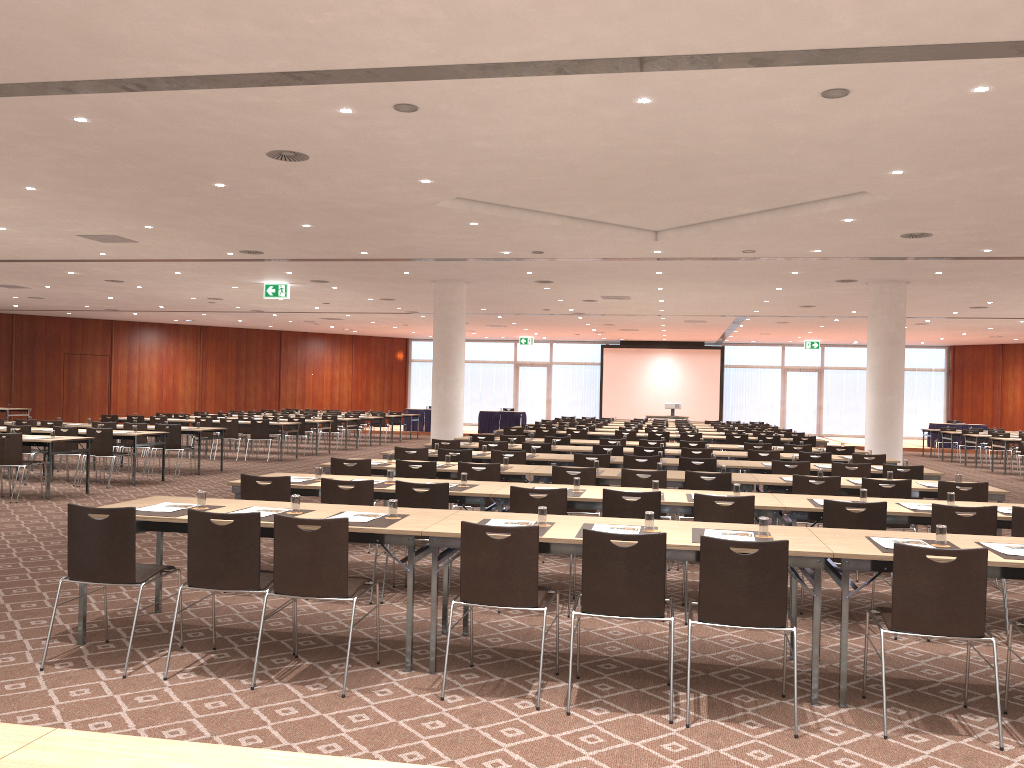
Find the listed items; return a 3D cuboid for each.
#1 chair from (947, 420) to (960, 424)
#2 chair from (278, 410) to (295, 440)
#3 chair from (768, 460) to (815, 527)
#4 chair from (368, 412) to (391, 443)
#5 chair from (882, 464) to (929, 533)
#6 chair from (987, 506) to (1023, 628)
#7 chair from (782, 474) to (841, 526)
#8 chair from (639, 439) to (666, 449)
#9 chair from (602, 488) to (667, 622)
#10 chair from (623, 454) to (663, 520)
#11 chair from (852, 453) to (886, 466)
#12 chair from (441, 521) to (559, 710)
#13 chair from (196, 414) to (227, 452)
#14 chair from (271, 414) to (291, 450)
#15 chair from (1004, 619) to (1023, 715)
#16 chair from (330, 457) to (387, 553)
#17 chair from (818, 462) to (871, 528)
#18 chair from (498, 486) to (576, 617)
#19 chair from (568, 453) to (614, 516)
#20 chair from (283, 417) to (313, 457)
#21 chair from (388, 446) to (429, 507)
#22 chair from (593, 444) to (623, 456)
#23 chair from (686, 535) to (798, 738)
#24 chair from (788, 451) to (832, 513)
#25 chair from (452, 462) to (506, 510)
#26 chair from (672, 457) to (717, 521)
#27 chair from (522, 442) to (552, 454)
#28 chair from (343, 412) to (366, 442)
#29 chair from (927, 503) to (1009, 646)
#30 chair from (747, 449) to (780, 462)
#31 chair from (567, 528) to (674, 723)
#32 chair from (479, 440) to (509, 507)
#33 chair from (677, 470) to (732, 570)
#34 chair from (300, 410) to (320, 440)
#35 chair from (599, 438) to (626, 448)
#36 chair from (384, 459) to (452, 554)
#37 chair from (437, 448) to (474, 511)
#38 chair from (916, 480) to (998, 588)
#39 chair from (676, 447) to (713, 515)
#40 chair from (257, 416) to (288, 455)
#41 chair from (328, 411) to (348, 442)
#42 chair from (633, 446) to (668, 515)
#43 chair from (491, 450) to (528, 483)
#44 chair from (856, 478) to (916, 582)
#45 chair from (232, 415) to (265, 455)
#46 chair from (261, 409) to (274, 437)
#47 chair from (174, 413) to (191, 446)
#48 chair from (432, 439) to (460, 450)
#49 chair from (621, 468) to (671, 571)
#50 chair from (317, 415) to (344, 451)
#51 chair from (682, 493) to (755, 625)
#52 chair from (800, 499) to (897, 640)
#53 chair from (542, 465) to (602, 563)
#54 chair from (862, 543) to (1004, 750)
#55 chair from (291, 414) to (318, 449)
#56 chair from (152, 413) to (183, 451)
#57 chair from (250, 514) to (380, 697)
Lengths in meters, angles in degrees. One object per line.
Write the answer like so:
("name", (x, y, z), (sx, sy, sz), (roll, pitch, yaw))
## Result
("chair", (15.257, 1.721, 30.548), (0.535, 0.939, 0.614), (1, 0, 10))
("chair", (-7.011, 1.288, 28.041), (0.535, 0.939, 0.614), (1, 0, 13))
("chair", (3.243, 1.356, 10.415), (0.535, 0.939, 0.614), (1, 0, 10))
("chair", (-4.099, 1.352, 27.524), (0.535, 0.939, 0.614), (1, 0, 8))
("chair", (4.453, 1.383, 10.200), (0.535, 0.939, 0.614), (1, 0, 12))
("chair", (3.730, 1.326, 6.309), (0.535, 0.939, 0.614), (1, 0, 12))
("chair", (2.883, 1.328, 8.491), (0.535, 0.939, 0.614), (1, 0, 11))
("chair", (2.311, 1.376, 14.644), (0.535, 0.939, 0.614), (1, 0, 10))
("chair", (0.918, 1.264, 6.809), (0.535, 0.939, 0.614), (1, 0, 11))
("chair", (1.560, 1.319, 10.757), (0.535, 0.939, 0.614), (1, 0, 8))
("chair", (4.851, 1.412, 12.161), (0.535, 0.939, 0.614), (1, 0, 11))
("chair", (-0.041, 1.222, 4.948), (0.535, 0.939, 0.614), (1, 0, 13))
("chair", (-7.430, 1.216, 21.962), (0.535, 0.939, 0.614), (1, 0, 8))
("chair", (-6.107, 1.266, 23.758), (0.535, 0.939, 0.614), (1, 0, 10))
("chair", (2.818, 1.285, 4.362), (0.535, 0.939, 0.614), (1, 0, 13))
("chair", (-1.628, 1.227, 9.215), (0.535, 0.939, 0.614), (1, 0, 9))
("chair", (3.906, 1.371, 10.340), (0.535, 0.939, 0.614), (1, 0, 8))
("chair", (0.213, 1.247, 6.856), (0.535, 0.939, 0.614), (1, 0, 8))
("chair", (0.971, 1.305, 10.819), (0.535, 0.939, 0.614), (1, 0, 8))
("chair", (-5.174, 1.265, 21.478), (0.535, 0.939, 0.614), (1, 0, 7))
("chair", (-1.243, 1.256, 11.213), (0.535, 0.939, 0.614), (1, 0, 7))
("chair", (1.382, 1.336, 12.820), (0.535, 0.939, 0.614), (1, 0, 8))
("chair", (1.197, 1.248, 4.650), (0.535, 0.939, 0.614), (1, 0, 11))
("chair", (4.145, 1.396, 12.251), (0.535, 0.939, 0.614), (1, 0, 8))
("chair", (-0.317, 1.257, 9.060), (0.535, 0.939, 0.614), (1, 0, 8))
("chair", (2.196, 1.332, 10.566), (0.535, 0.939, 0.614), (1, 0, 9))
("chair", (0.380, 1.313, 12.920), (0.535, 0.939, 0.614), (1, 0, 13))
("chair", (-4.871, 1.334, 27.518), (0.535, 0.939, 0.614), (1, 0, 8))
("chair", (3.176, 1.313, 6.364), (0.535, 0.939, 0.614), (1, 0, 8))
("chair", (3.510, 1.383, 12.442), (0.535, 0.939, 0.614), (1, 0, 12))
("chair", (0.602, 1.236, 4.791), (0.535, 0.939, 0.614), (1, 0, 9))
("chair", (-0.257, 1.299, 13.069), (0.535, 0.939, 0.614), (1, 0, 9))
("chair", (1.899, 1.306, 8.623), (0.535, 0.939, 0.614), (1, 0, 13))
("chair", (-6.385, 1.300, 27.787), (0.535, 0.939, 0.614), (1, 0, 11))
("chair", (1.678, 1.362, 14.721), (0.535, 0.939, 0.614), (1, 0, 13))
("chair", (-0.948, 1.242, 9.129), (0.535, 0.939, 0.614), (1, 0, 12))
("chair", (-0.688, 1.268, 11.079), (0.535, 0.939, 0.614), (1, 0, 9))
("chair", (4.115, 1.355, 8.229), (0.535, 0.939, 0.614), (1, 0, 7))
("chair", (2.606, 1.362, 12.560), (0.535, 0.939, 0.614), (1, 0, 11))
("chair", (-5.849, 1.252, 21.741), (0.535, 0.939, 0.614), (1, 0, 8))
("chair", (-5.480, 1.321, 27.709), (0.535, 0.939, 0.614), (1, 0, 11))
("chair", (1.951, 1.347, 12.641), (0.535, 0.939, 0.614), (1, 0, 11))
("chair", (-0.031, 1.284, 11.040), (0.535, 0.939, 0.614), (1, 0, 8))
("chair", (3.462, 1.340, 8.310), (0.535, 0.939, 0.614), (1, 0, 11))
("chair", (-6.432, 1.237, 21.702), (0.535, 0.939, 0.614), (1, 0, 12))
("chair", (-7.690, 1.272, 28.102), (0.535, 0.939, 0.614), (1, 0, 7))
("chair", (-8.109, 1.200, 22.000), (0.535, 0.939, 0.614), (1, 0, 13))
("chair", (-0.954, 1.284, 13.236), (0.535, 0.939, 0.614), (1, 0, 10))
("chair", (1.290, 1.292, 8.696), (0.535, 0.939, 0.614), (1, 0, 11))
("chair", (-4.804, 1.296, 23.586), (0.535, 0.939, 0.614), (1, 0, 8))
("chair", (1.568, 1.278, 6.650), (0.535, 0.939, 0.614), (1, 0, 9))
("chair", (2.446, 1.297, 6.459), (0.535, 0.939, 0.614), (1, 0, 7))
("chair", (0.631, 1.277, 8.848), (0.535, 0.939, 0.614), (1, 0, 12))
("chair", (2.148, 1.270, 4.559), (0.535, 0.939, 0.614), (1, 0, 12))
("chair", (-5.504, 1.279, 23.568), (0.535, 0.939, 0.614), (1, 0, 7))
("chair", (-8.644, 1.190, 22.238), (0.535, 0.939, 0.614), (1, 0, 8))
("chair", (-1.093, 1.197, 5.057), (0.535, 0.939, 0.614), (1, 0, 9))
